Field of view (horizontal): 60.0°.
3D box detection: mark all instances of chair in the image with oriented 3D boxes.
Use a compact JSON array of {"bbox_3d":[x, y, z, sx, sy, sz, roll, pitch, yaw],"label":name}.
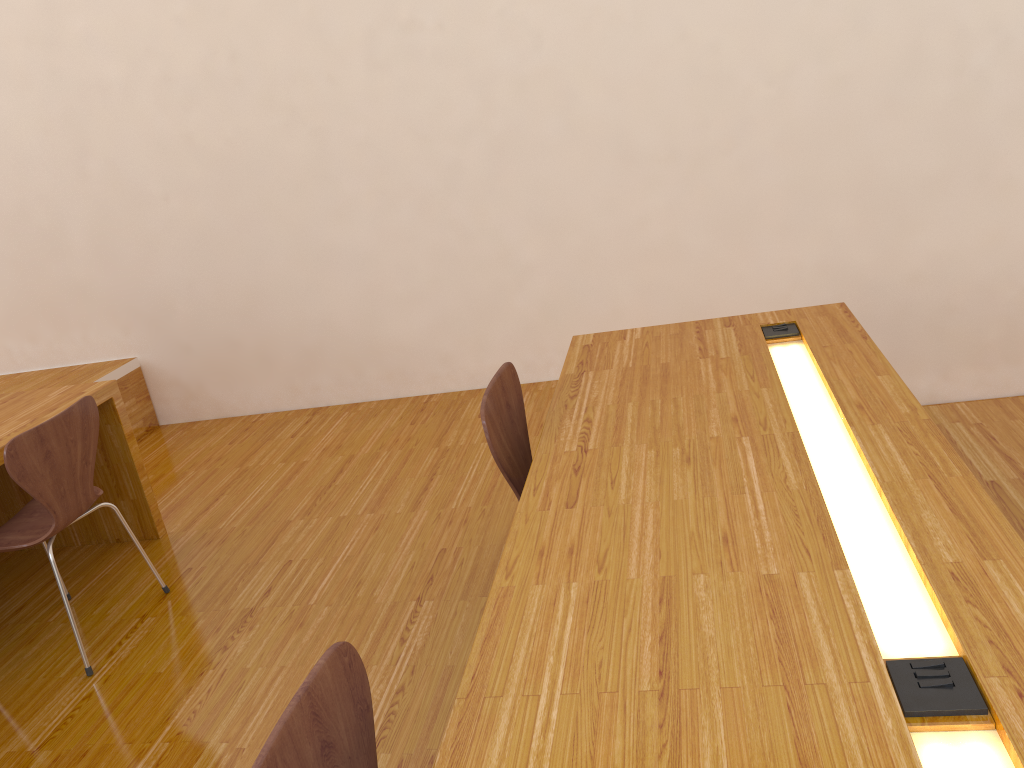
[{"bbox_3d":[0.189,0.304,2.078,0.381,0.693,0.428,-7,19,12],"label":"chair"},{"bbox_3d":[-1.365,0.429,2.565,0.381,0.693,0.428,-7,19,12],"label":"chair"},{"bbox_3d":[-0.024,0.688,1.049,0.381,0.693,0.428,-7,19,12],"label":"chair"}]

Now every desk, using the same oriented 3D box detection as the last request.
[{"bbox_3d":[0.627,0.764,1.112,1.285,0.918,3.236,-7,19,12],"label":"desk"},{"bbox_3d":[-1.945,0.849,1.783,0.760,0.606,3.185,-7,19,12],"label":"desk"}]
